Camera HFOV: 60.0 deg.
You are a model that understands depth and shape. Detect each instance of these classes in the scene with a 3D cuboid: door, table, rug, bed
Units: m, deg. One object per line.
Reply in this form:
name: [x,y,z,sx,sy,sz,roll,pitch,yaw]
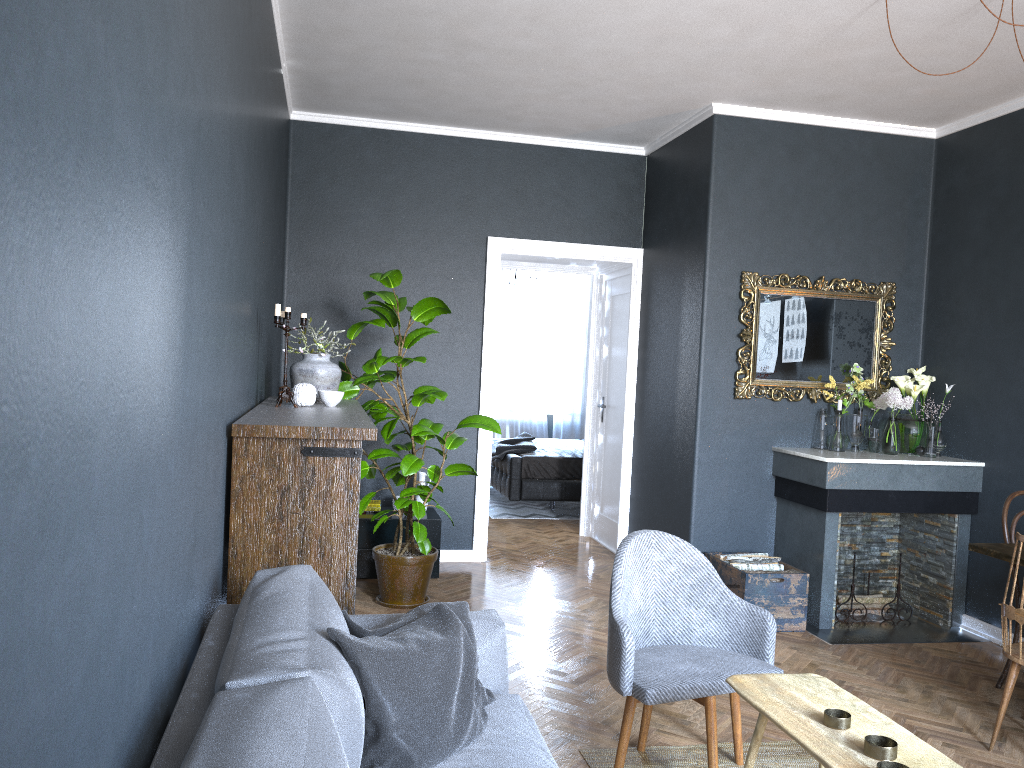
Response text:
door: [0.828,0.194,6.942,0.162,2.188,0.856,2,2,-12]
table: [0.813,1.120,2.190,0.339,0.550,0.787,2,2,-12]
rug: [0.940,1.395,2.367,1.003,0.013,2.010,3,1,-12]
bed: [0.839,0.658,9.284,2.375,1.162,2.264,3,1,-12]
rug: [0.315,1.217,9.168,1.458,0.013,2.044,3,1,-12]
table: [2.670,1.099,3.185,1.126,0.728,1.603,2,1,-12]

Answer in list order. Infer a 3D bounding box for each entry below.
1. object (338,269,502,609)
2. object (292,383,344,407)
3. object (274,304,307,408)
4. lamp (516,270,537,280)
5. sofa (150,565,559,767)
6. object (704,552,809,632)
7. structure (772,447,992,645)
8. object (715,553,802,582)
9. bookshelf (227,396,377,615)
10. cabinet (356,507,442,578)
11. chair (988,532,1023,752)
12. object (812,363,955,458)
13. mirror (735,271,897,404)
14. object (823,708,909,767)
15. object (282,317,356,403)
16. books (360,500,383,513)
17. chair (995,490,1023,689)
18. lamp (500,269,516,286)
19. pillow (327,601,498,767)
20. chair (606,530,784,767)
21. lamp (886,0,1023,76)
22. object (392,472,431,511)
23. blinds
object: [-0.700,0.312,5.087,1.118,1.900,0.763,2,2,-18]
object: [-0.863,0.048,3.948,0.118,0.104,0.255,4,2,43]
object: [-0.968,-0.120,3.759,0.145,0.438,0.130,4,2,24]
lamp: [0.156,-1.398,8.554,0.210,0.770,0.210,3,2,2]
sofa: [-0.215,0.953,1.752,0.970,0.798,2.338,2,1,-12]
object: [1.392,1.192,5.128,0.383,0.326,0.552,2,2,-12]
structure: [2.140,0.911,5.190,1.065,0.981,0.833,2,2,-12]
object: [1.400,1.117,5.127,0.370,0.247,0.532,2,1,-12]
bookshelf: [-0.880,0.690,3.775,0.451,1.173,1.917,2,2,-12]
cabinet: [-0.824,1.039,5.834,0.650,0.390,0.456,2,2,-12]
chair: [2.086,1.006,3.379,0.384,0.857,0.455,2,2,-27]
object: [2.255,0.148,5.341,0.727,0.547,0.474,3,2,-9]
mirror: [1.877,-0.272,5.454,1.057,0.784,0.067,2,2,-12]
object: [0.828,0.833,2.041,0.103,0.033,0.368,3,1,-1]
object: [-0.944,-0.117,4.267,0.385,0.412,0.275,2,2,-34]
books: [-0.958,0.804,5.828,0.215,0.066,0.162,2,1,-16]
chair: [2.502,0.975,4.004,0.438,0.921,0.549,2,2,-9]
lamp: [-0.049,-1.441,9.517,0.210,0.747,0.210,3,2,2]
pillow: [-0.281,0.757,2.365,0.442,0.362,0.797,3,1,6]
chair: [0.573,0.955,3.083,0.645,0.811,0.494,2,2,-34]
lamp: [2.148,-0.782,3.174,1.590,1.575,0.583,3,2,19]
object: [-0.687,0.715,5.880,0.228,0.268,0.228,4,2,22]
blinds: [-0.403,-0.259,10.891,3.993,2.790,0.312,2,2,-12]
